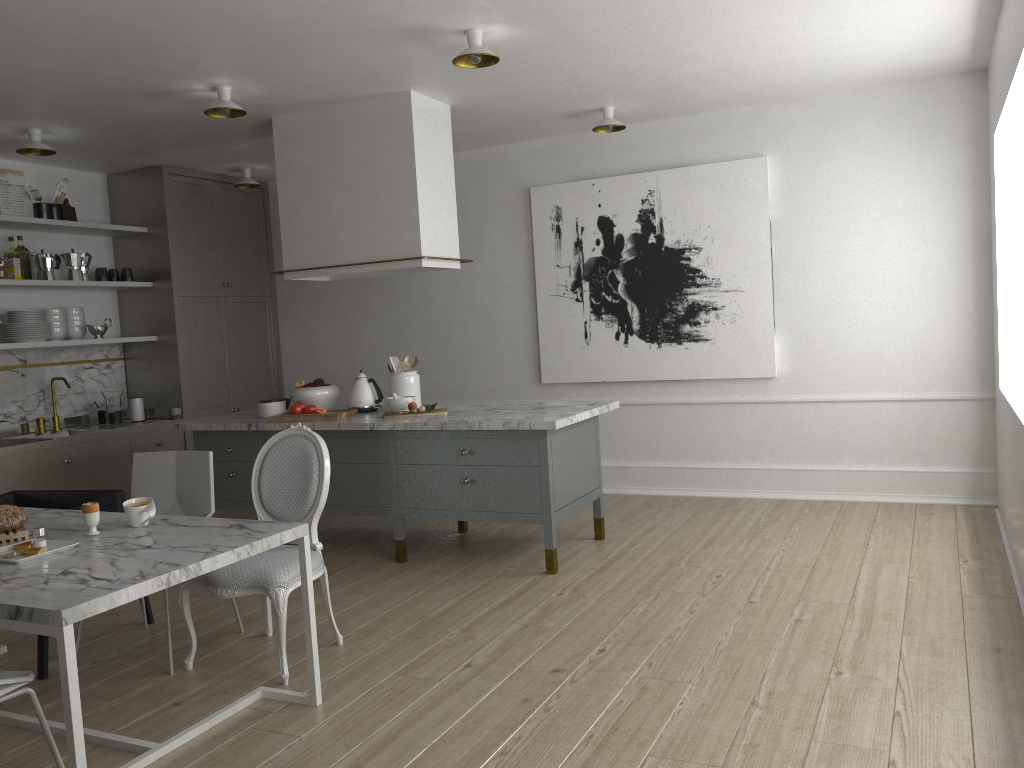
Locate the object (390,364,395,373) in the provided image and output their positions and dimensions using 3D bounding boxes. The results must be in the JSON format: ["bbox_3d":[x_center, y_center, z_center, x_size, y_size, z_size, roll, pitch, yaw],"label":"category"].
[{"bbox_3d":[-0.627,0.008,5.011,0.118,0.250,0.033,-5,4,-24],"label":"object"}]

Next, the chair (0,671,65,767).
[{"bbox_3d":[-1.288,0.747,1.941,0.470,0.745,0.439,-3,4,11],"label":"chair"}]

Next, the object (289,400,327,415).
[{"bbox_3d":[-1.073,0.119,4.704,0.194,0.079,0.135,-2,4,15],"label":"object"}]

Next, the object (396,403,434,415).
[{"bbox_3d":[-0.516,0.135,4.575,0.224,0.058,0.116,-6,4,-28],"label":"object"}]

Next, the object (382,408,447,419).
[{"bbox_3d":[-0.502,0.153,4.611,0.330,0.012,0.220,-4,4,-4],"label":"object"}]

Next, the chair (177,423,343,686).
[{"bbox_3d":[-0.906,0.585,3.239,0.480,0.833,0.505,-2,4,23],"label":"chair"}]

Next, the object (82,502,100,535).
[{"bbox_3d":[-1.320,0.421,2.784,0.050,0.101,0.050,-1,5,33],"label":"object"}]

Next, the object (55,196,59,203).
[{"bbox_3d":[-2.932,-1.123,5.701,0.023,0.202,0.079,-3,4,6],"label":"object"}]

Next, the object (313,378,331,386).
[{"bbox_3d":[-1.073,0.013,5.038,0.071,0.091,0.167,-7,5,-39],"label":"object"}]

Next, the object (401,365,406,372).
[{"bbox_3d":[-0.597,0.005,5.027,0.114,0.247,0.050,-1,5,31],"label":"object"}]

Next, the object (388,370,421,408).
[{"bbox_3d":[-0.603,0.034,4.981,0.174,0.208,0.174,0,5,43],"label":"object"}]

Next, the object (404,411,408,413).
[{"bbox_3d":[-0.543,0.144,4.560,0.030,0.017,0.013,-1,5,34],"label":"object"}]

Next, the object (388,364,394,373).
[{"bbox_3d":[-0.631,0.010,4.962,0.117,0.251,0.061,-3,4,6],"label":"object"}]

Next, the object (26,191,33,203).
[{"bbox_3d":[-2.988,-1.113,5.558,0.059,0.199,0.098,0,6,45],"label":"object"}]

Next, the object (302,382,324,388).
[{"bbox_3d":[-1.123,0.030,5.010,0.154,0.074,0.135,-2,4,21],"label":"object"}]

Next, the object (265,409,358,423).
[{"bbox_3d":[-1.061,0.170,4.718,0.400,0.030,0.290,-3,4,11],"label":"object"}]

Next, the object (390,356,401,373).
[{"bbox_3d":[-0.611,-0.012,4.987,0.141,0.290,0.064,0,5,39],"label":"object"}]

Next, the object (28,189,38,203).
[{"bbox_3d":[-2.996,-1.156,5.583,0.085,0.148,0.050,-4,4,-2],"label":"object"}]

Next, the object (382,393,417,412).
[{"bbox_3d":[-0.606,0.096,4.806,0.172,0.110,0.159,-5,4,-19],"label":"object"}]

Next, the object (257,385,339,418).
[{"bbox_3d":[-1.220,0.093,5.062,0.491,0.156,0.364,-3,4,3],"label":"object"}]

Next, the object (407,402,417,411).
[{"bbox_3d":[-0.523,0.119,4.657,0.050,0.051,0.090,-4,4,-11],"label":"object"}]

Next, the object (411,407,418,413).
[{"bbox_3d":[-0.502,0.131,4.557,0.033,0.037,0.034,-3,4,4],"label":"object"}]

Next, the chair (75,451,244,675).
[{"bbox_3d":[-1.373,0.653,3.375,0.470,0.745,0.439,-2,4,16],"label":"chair"}]

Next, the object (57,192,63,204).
[{"bbox_3d":[-2.902,-1.124,5.669,0.083,0.201,0.023,-4,4,-9],"label":"object"}]

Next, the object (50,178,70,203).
[{"bbox_3d":[-2.865,-1.215,5.612,0.070,0.187,0.135,-1,4,29],"label":"object"}]

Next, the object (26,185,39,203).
[{"bbox_3d":[-2.957,-1.152,5.494,0.050,0.148,0.085,-1,4,28],"label":"object"}]

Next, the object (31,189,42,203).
[{"bbox_3d":[-2.918,-1.111,5.514,0.039,0.185,0.132,-2,4,16],"label":"object"}]

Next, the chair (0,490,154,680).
[{"bbox_3d":[-1.876,0.750,3.507,0.569,0.597,0.609,-2,4,16],"label":"chair"}]

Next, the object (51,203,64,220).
[{"bbox_3d":[-2.932,-1.083,5.669,0.112,0.128,0.112,-3,4,10],"label":"object"}]

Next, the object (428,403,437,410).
[{"bbox_3d":[-0.422,0.119,4.657,0.057,0.039,0.049,-2,4,23],"label":"object"}]

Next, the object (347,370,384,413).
[{"bbox_3d":[-0.827,0.038,4.928,0.178,0.236,0.204,-6,4,-28],"label":"object"}]

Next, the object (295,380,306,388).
[{"bbox_3d":[-1.192,0.003,4.995,0.061,0.048,0.054,-4,4,-11],"label":"object"}]

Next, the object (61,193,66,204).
[{"bbox_3d":[-2.913,-1.133,5.703,0.016,0.191,0.106,-1,5,36],"label":"object"}]

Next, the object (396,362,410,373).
[{"bbox_3d":[-0.628,0.007,4.937,0.149,0.262,0.054,0,5,41],"label":"object"}]

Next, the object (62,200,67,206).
[{"bbox_3d":[-2.901,-1.120,5.779,0.038,0.183,0.092,-1,5,36],"label":"object"}]

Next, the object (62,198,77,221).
[{"bbox_3d":[-2.891,-1.121,5.782,0.038,0.183,0.092,-1,5,36],"label":"object"}]

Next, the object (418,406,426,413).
[{"bbox_3d":[-0.463,0.130,4.554,0.035,0.036,0.037,-2,4,14],"label":"object"}]

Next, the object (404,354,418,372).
[{"bbox_3d":[-0.590,-0.018,5.027,0.131,0.296,0.056,-7,6,-45],"label":"object"}]
